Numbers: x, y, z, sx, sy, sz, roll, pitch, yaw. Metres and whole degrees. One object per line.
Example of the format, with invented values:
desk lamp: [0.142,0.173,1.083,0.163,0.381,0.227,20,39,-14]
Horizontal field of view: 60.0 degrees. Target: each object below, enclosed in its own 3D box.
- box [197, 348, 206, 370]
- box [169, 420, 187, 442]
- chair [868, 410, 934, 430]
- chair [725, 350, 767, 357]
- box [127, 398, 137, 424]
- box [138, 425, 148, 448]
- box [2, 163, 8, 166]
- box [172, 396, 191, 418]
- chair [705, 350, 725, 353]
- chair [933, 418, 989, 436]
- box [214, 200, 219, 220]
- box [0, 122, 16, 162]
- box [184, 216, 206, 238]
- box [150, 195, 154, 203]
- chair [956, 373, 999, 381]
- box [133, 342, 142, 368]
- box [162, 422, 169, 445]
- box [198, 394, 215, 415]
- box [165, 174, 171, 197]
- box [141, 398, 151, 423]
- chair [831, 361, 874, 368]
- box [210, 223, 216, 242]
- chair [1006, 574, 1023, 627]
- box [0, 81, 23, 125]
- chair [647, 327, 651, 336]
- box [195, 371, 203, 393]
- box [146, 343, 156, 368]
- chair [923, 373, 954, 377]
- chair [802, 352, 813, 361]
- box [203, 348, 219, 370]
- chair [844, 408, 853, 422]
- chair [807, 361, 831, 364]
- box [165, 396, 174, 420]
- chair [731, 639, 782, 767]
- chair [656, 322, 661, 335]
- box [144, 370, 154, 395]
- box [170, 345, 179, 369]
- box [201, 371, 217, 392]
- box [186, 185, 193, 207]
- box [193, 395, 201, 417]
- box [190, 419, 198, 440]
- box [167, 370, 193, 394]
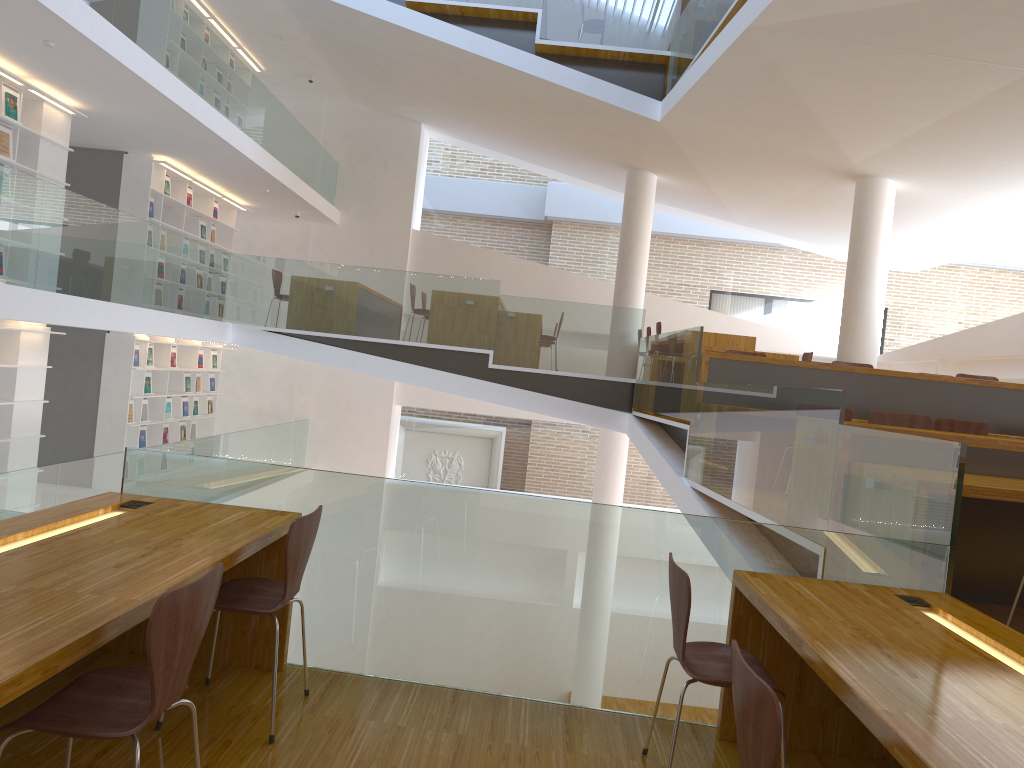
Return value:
box: [-4.425,-0.364,12.330,0.274,0.296,0.245,6,1,2]
box: [-4.540,0.618,11.992,0.274,0.296,0.245,6,1,2]
chair: [2.320,0.520,5.216,0.428,0.693,0.381,6,1,2]
chair: [2.105,0.047,7.966,0.428,0.693,0.381,6,1,2]
box: [-4.563,0.303,10.364,0.274,0.296,0.245,6,1,2]
box: [-4.583,0.627,10.782,0.274,0.296,0.245,6,1,2]
box: [-4.387,-1.720,7.444,0.274,0.296,0.245,6,1,2]
box: [-4.506,0.291,11.975,0.274,0.296,0.245,6,1,2]
chair: [2.026,0.029,8.855,0.428,0.693,0.381,6,1,2]
chair: [3.200,0.602,6.529,0.428,0.693,0.381,6,1,2]
box: [-4.210,-2.413,12.308,0.274,0.296,0.245,6,1,2]
box: [-4.353,-2.046,7.439,0.274,0.296,0.245,6,1,2]
box: [-4.257,-2.084,11.950,0.274,0.296,0.245,6,1,2]
box: [-4.314,-2.074,10.333,0.274,0.296,0.245,6,1,2]
chair: [4.168,0.265,7.857,0.428,0.693,0.381,6,1,2]
box: [-4.495,-0.348,10.359,0.274,0.296,0.245,6,1,2]
box: [-4.560,0.622,11.427,0.274,0.296,0.245,6,1,2]
box: [-4.475,0.285,12.875,0.274,0.296,0.245,6,1,2]
box: [-4.266,-2.402,10.709,0.274,0.296,0.245,6,1,2]
box: [-4.550,0.300,10.740,0.274,0.296,0.245,6,1,2]
chair: [3.070,0.149,7.933,0.428,0.693,0.381,6,1,2]
box: [-4.244,-2.087,12.312,0.274,0.296,0.245,6,1,2]
chair: [2.240,0.703,3.427,0.428,0.693,0.381,6,1,2]
box: [-4.317,-2.374,7.484,0.274,0.296,0.245,6,1,2]
chair: [1.870,-0.358,11.267,0.381,0.693,0.428,6,1,2]
box: [-4.459,-0.038,12.334,0.274,0.296,0.245,6,1,2]
box: [-4.481,-0.353,10.731,0.274,0.296,0.245,6,1,2]
chair: [4.104,0.248,8.822,0.428,0.693,0.381,6,1,2]
chair: [3.335,-0.053,10.599,0.381,0.693,0.428,6,1,2]
box: [-4.407,-0.368,12.855,0.274,0.296,0.245,6,1,2]
chair: [2.234,0.500,6.562,0.428,0.693,0.381,6,1,2]
chair: [2.991,0.131,8.822,0.428,0.693,0.381,6,1,2]
box: [-4.525,0.295,11.438,0.274,0.296,0.245,6,1,2]
chair: [0.616,0.921,1.780,0.381,0.693,0.428,6,1,2]
chair: [1.836,-0.352,10.296,0.381,0.693,0.428,6,1,2]
box: [-4.514,-0.031,10.759,0.274,0.296,0.245,6,1,2]
box: [-4.455,-0.359,11.409,0.274,0.296,0.245,6,1,2]
box: [-4.441,-0.042,12.859,0.274,0.296,0.245,6,1,2]
box: [-4.240,-2.408,11.387,0.274,0.296,0.245,6,1,2]
box: [-4.494,0.289,12.327,0.274,0.296,0.245,6,1,2]
box: [-4.528,0.616,12.350,0.274,0.296,0.245,6,1,2]
box: [-4.472,-0.035,11.972,0.274,0.296,0.245,6,1,2]
